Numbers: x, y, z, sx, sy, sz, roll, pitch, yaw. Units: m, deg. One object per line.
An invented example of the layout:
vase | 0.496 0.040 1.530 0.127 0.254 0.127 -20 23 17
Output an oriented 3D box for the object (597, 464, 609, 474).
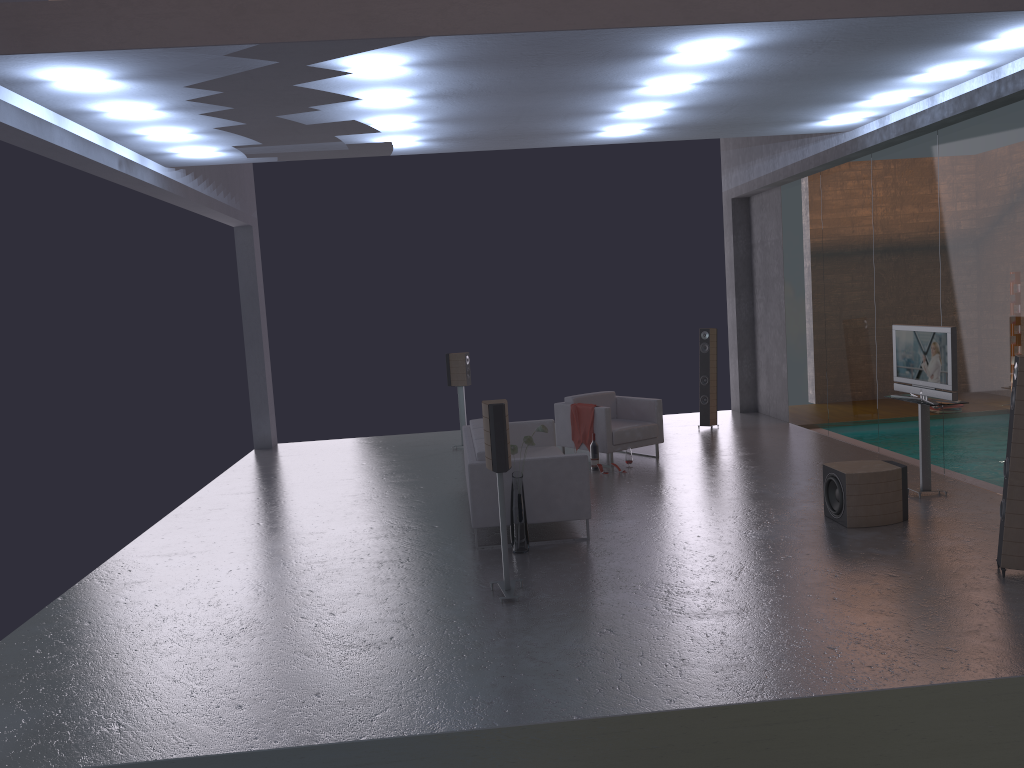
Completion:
object | 1.048 0.986 10.285 0.079 0.087 0.235 -6 6 -26

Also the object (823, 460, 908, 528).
object | 3.022 0.925 7.563 0.604 0.459 0.514 -4 5 -4

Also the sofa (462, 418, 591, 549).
sofa | 0.078 0.843 8.532 1.026 0.824 2.353 -4 5 -4

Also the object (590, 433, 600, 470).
object | 0.977 0.797 10.477 0.109 0.435 0.109 -1 6 23

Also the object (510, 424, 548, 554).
object | 0.067 0.864 7.056 0.387 1.051 0.400 0 6 34

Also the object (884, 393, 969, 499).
object | 3.832 0.559 8.219 0.360 0.958 0.818 -4 5 -4

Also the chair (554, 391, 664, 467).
chair | 1.225 0.533 11.162 0.936 0.808 1.026 -7 6 -34

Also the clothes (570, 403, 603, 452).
clothes | 0.949 0.540 10.892 0.254 0.604 0.574 -7 6 -34

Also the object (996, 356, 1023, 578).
object | 3.463 0.544 5.876 0.444 1.469 0.244 -2 6 21

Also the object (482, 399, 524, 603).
object | -0.082 0.801 6.146 0.243 1.363 0.333 -4 5 2

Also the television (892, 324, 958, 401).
television | 3.780 -0.215 8.150 0.054 0.644 1.000 -4 5 -4

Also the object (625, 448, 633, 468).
object | 1.381 0.874 10.478 0.091 0.233 0.091 -1 6 24

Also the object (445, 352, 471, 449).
object | -0.731 0.240 12.604 0.333 1.363 0.243 -1 6 27

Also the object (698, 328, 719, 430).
object | 2.908 -0.088 13.018 0.244 1.473 0.444 1 7 41

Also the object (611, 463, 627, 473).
object | 1.244 0.973 10.290 0.079 0.087 0.235 -8 7 -37
